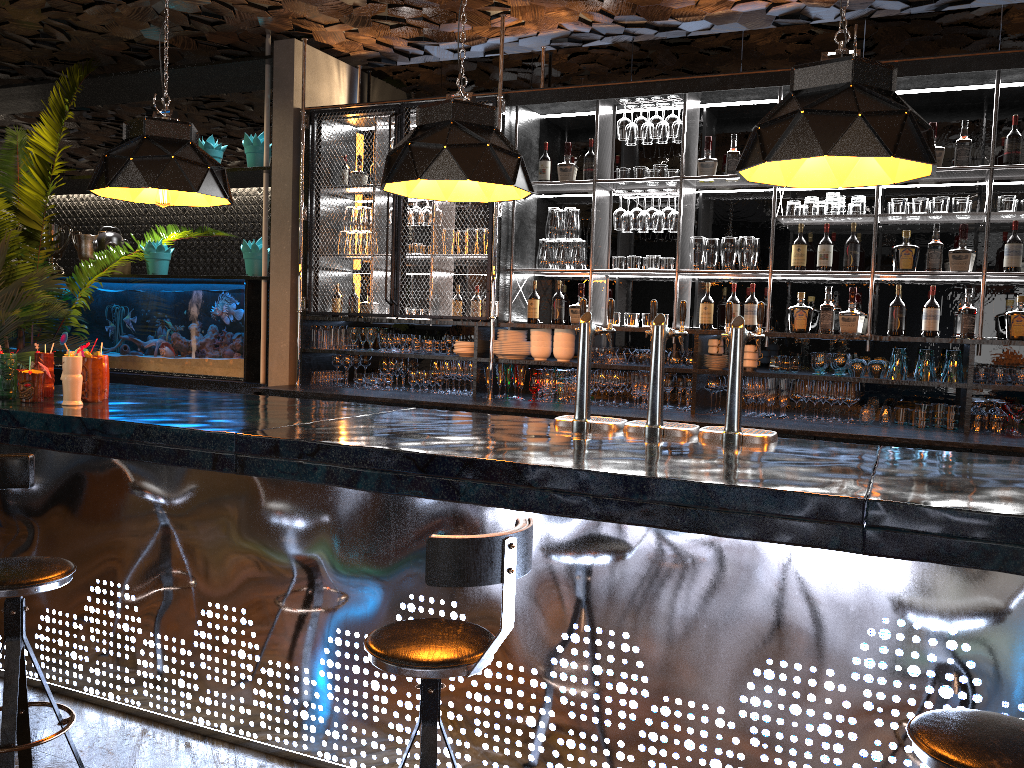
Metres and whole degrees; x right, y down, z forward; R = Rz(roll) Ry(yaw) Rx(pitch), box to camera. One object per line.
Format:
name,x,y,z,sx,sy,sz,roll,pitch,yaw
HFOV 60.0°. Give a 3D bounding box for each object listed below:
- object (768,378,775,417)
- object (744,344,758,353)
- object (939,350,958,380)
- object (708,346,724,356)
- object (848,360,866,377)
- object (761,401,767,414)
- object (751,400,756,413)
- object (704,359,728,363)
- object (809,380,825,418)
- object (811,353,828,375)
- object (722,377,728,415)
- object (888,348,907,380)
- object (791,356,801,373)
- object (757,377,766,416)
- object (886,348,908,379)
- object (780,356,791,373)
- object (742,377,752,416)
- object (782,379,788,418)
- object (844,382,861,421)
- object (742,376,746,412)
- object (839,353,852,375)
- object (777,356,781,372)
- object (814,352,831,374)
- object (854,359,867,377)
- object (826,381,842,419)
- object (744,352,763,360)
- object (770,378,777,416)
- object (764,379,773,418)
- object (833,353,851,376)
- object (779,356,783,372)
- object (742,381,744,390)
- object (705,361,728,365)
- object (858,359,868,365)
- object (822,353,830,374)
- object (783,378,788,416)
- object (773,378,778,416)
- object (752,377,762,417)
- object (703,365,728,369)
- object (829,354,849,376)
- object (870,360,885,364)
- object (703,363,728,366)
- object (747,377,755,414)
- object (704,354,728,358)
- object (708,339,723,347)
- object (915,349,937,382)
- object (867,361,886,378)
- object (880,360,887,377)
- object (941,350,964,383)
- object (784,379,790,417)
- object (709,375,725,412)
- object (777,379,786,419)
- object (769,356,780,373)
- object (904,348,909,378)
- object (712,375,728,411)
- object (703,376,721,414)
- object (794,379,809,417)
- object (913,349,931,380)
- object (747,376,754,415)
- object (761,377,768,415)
object,1.555,0.082,5.335,0.049,0.231,0.049,5,5,33
object,1.442,-0.203,5.355,0.094,0.068,0.106,4,4,24
object,2.503,-0.107,5.054,0.115,0.172,0.101,5,5,34
object,1.259,-0.199,5.459,0.094,0.070,0.107,-1,5,-35
object,1.967,-0.089,5.061,0.098,0.097,0.098,2,4,3
object,1.586,0.067,5.558,0.058,0.234,0.058,0,4,-22
object,1.515,0.064,5.555,0.058,0.234,0.058,4,4,27
object,1.256,-0.137,5.466,0.149,0.024,0.149,4,4,23
object,1.865,0.090,5.400,0.091,0.229,0.091,1,4,-14
object,1.787,-0.116,5.165,0.100,0.125,0.100,0,4,-27
object,1.331,0.072,5.390,0.108,0.227,0.108,2,4,-6
object,2.154,-0.112,4.944,0.101,0.172,0.115,-1,5,-36
object,1.698,-0.117,5.323,0.058,0.099,0.067,5,5,36
object,1.518,0.075,5.403,0.058,0.234,0.058,0,5,-33
object,2.199,-0.118,5.056,0.115,0.172,0.101,5,5,34
object,1.620,-0.114,5.244,0.058,0.099,0.067,0,4,-30
object,1.414,0.076,5.335,0.058,0.234,0.058,0,4,-23
object,1.624,0.087,5.303,0.049,0.231,0.049,4,4,28
object,2.046,0.101,5.321,0.091,0.229,0.091,4,4,22
object,1.432,0.061,5.608,0.108,0.227,0.108,0,4,-30
object,1.987,-0.121,5.339,0.108,0.126,0.108,2,4,-4
object,1.575,-0.119,5.296,0.067,0.099,0.058,2,4,-6
object,1.884,-0.128,5.385,0.100,0.125,0.100,5,5,37
object,2.010,-0.093,5.152,0.098,0.097,0.098,0,4,-28
object,1.953,0.096,5.359,0.091,0.229,0.091,1,4,-8
object,1.447,-0.159,5.366,0.106,0.069,0.094,0,4,-24
object,1.587,0.079,5.388,0.049,0.231,0.049,0,4,-29
object,1.527,0.085,5.275,0.049,0.231,0.049,5,5,36
object,1.938,-0.116,5.227,0.108,0.126,0.108,3,4,19
object,1.634,-0.122,5.375,0.058,0.099,0.067,4,4,27
object,1.382,0.067,5.497,0.108,0.227,0.108,1,4,-11
object,1.256,-0.125,5.467,0.149,0.023,0.149,3,4,8
object,2.080,-0.102,5.319,0.098,0.097,0.098,3,4,15
object,1.838,-0.122,5.276,0.100,0.125,0.100,1,4,-18
object,1.670,0.080,5.418,0.049,0.231,0.049,4,4,27
object,1.608,0.076,5.450,0.049,0.231,0.049,3,4,14
object,1.471,0.079,5.320,0.058,0.234,0.058,4,4,27
object,1.255,-0.103,5.469,0.149,0.022,0.149,2,4,-7
object,1.889,-0.110,5.122,0.108,0.126,0.108,0,5,-32
object,2.100,-0.087,5.113,0.098,0.097,0.098,-1,5,-41
object,1.256,-0.113,5.468,0.149,0.023,0.149,2,4,-7
object,1.480,0.068,5.479,0.058,0.234,0.058,2,4,-1
object,1.255,-0.168,5.464,0.149,0.026,0.148,4,5,31
object,1.251,-0.244,5.461,0.094,0.069,0.106,4,4,30
object,2.280,-0.103,4.878,0.115,0.172,0.101,3,4,9
object,2.059,-0.082,5.013,0.098,0.097,0.098,0,5,-32
object,2.147,-0.092,5.204,0.098,0.097,0.098,3,4,10
object,2.404,-0.095,4.831,0.115,0.172,0.101,-1,5,-36
object,1.655,0.084,5.361,0.049,0.231,0.049,4,5,32
object,1.278,0.060,5.543,0.108,0.227,0.108,2,4,4
object,1.596,0.089,5.245,0.049,0.231,0.049,3,4,19
object,1.548,-0.116,5.233,0.067,0.099,0.058,1,4,-21
object,2.255,-0.123,5.165,0.115,0.172,0.101,3,4,9
object,1.329,0.054,5.654,0.108,0.227,0.108,-1,5,-35
object,1.225,0.065,5.436,0.108,0.227,0.108,3,4,16
object,1.781,0.084,5.437,0.091,0.229,0.091,0,4,-30
object,2.328,-0.109,4.996,0.115,0.172,0.101,-1,5,-36
object,1.451,0.072,5.412,0.058,0.234,0.058,-2,5,-43
object,1.557,0.071,5.484,0.058,0.234,0.058,2,4,1
